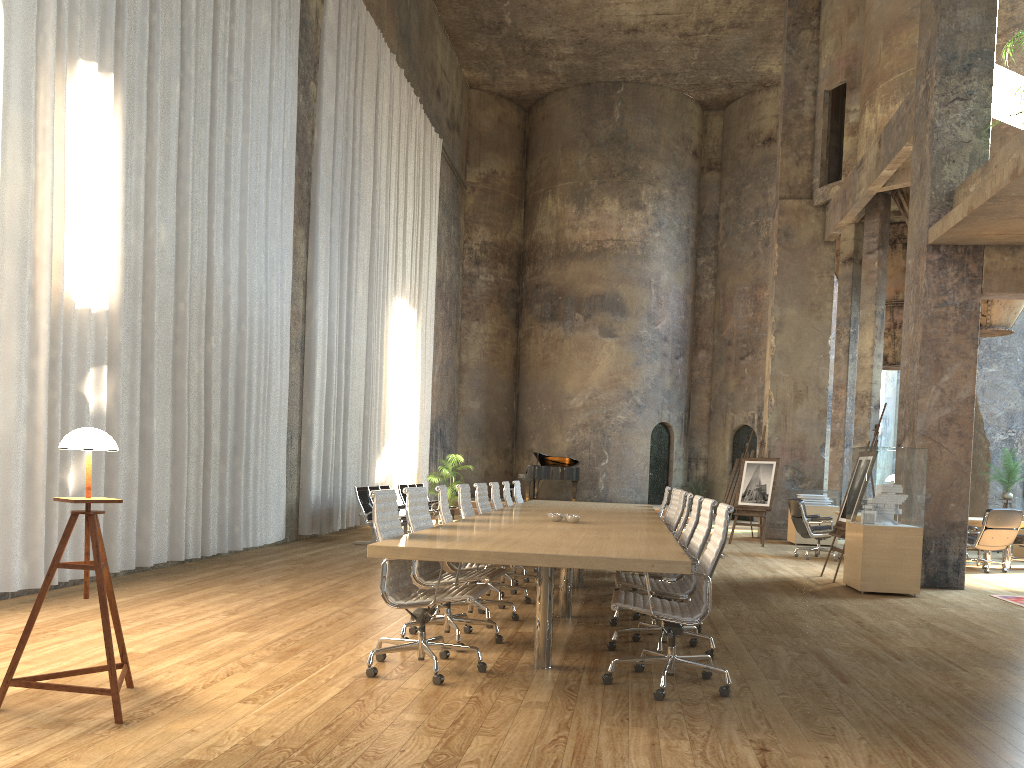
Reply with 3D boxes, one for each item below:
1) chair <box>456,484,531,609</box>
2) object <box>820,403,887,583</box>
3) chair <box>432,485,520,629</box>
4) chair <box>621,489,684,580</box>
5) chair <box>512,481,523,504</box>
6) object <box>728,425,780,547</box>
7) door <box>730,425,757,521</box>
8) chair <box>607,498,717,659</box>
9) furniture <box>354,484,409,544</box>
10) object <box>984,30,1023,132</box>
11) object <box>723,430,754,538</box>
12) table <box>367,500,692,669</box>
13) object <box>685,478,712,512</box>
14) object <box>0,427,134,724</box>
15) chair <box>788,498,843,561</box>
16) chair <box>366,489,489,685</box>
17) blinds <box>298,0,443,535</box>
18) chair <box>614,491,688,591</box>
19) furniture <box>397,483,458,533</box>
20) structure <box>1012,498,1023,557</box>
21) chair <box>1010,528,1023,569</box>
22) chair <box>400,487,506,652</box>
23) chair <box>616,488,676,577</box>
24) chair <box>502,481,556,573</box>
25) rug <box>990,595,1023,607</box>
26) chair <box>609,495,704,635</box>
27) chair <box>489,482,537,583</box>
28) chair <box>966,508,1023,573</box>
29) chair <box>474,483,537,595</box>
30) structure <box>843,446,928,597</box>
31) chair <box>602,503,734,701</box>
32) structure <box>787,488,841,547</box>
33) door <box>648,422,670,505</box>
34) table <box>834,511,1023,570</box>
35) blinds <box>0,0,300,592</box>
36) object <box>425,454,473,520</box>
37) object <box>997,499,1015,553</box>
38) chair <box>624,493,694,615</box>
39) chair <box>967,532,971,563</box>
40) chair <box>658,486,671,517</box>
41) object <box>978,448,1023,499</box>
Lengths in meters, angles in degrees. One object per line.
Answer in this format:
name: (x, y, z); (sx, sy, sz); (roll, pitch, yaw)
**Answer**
chair: (-0.166, 1.394, 7.665); (0.698, 1.027, 0.666); (2, 0, 13)
object: (4.110, 1.283, 10.348); (0.684, 2.151, 0.700); (2, 1, 7)
chair: (-0.278, 1.300, 6.739); (0.698, 1.027, 0.665); (2, 0, 7)
chair: (1.480, 1.622, 9.376); (0.698, 1.027, 0.665); (2, 0, 7)
chair: (3.119, 1.834, 10.848); (12.941, 1.032, 31.580); (1, -6, 8)
object: (4.322, 1.785, 15.441); (0.699, 2.151, 0.685); (3, 2, 40)
door: (6.372, 2.427, 24.040); (0.111, 2.637, 0.899); (0, 2, -40)
chair: (0.997, 1.255, 5.778); (0.698, 1.027, 0.665); (2, 0, 11)
furniture: (-1.820, 1.989, 13.510); (0.708, 0.841, 1.876); (2, -4, 8)
object: (5.725, -2.682, 9.052); (1.400, 1.812, 1.357); (2, -1, 14)
object: (4.467, 1.973, 17.327); (0.682, 2.151, 0.702); (3, 2, 34)
table: (0.560, 1.598, 8.137); (1.600, 0.758, 7.733); (2, -5, 8)
object: (5.227, 3.102, 24.642); (0.911, 0.992, 0.909); (2, -1, 19)
object: (-1.880, 0.844, 3.970); (0.569, 1.300, 0.659); (3, 1, 41)
chair: (4.577, 2.174, 13.176); (0.820, 0.894, 0.730); (2, -1, 4)
chair: (-0.476, 1.127, 5.030); (0.698, 1.027, 0.666); (2, 0, 13)
blinds: (-2.309, -1.700, 16.613); (0.275, 8.657, 7.837); (2, -1, 9)
chair: (1.351, 1.528, 8.452); (0.698, 1.027, 0.666); (2, 0, 13)
furniture: (-1.505, 2.230, 15.877); (0.708, 0.841, 1.876); (2, -4, 8)
structure: (8.697, 2.374, 14.264); (0.734, 1.016, 0.744); (2, -1, 8)
chair: (7.591, 2.249, 12.763); (0.820, 0.894, 0.730); (2, -1, 2)
chair: (-0.391, 1.214, 5.890); (0.698, 1.027, 0.666); (2, 0, 16)
chair: (1.585, 1.709, 10.226); (0.698, 1.027, 0.666); (2, 0, 16)
chair: (0.188, 1.667, 10.339); (0.698, 1.027, 0.665); (2, 0, 11)
rug: (6.279, 2.242, 8.684); (2.460, 0.009, 1.349); (1, -6, 8)
chair: (1.116, 1.348, 6.688); (0.698, 1.027, 0.666); (2, 0, 13)
chair: (0.069, 1.574, 9.429); (0.698, 1.027, 0.666); (2, 0, 13)
chair: (6.529, 2.155, 12.211); (0.731, 0.894, 0.820); (2, -1, -19)
chair: (-0.047, 1.483, 8.538); (0.698, 1.027, 0.666); (2, 0, 16)
structure: (4.002, 1.466, 9.471); (0.594, 1.550, 0.742); (2, 1, 8)
chair: (0.870, 1.159, 4.839); (0.698, 1.027, 0.666); (2, 0, 13)
structure: (5.485, 2.422, 16.011); (0.743, 1.016, 0.735); (2, 0, 8)
door: (4.037, 2.202, 24.352); (0.904, 2.301, 0.091); (1, 2, -34)
table: (6.112, 2.306, 12.965); (2.408, 0.701, 1.107); (2, -3, 8)
blinds: (-3.450, -2.574, 8.044); (0.275, 8.657, 7.837); (2, -1, 9)
object: (-1.382, 2.274, 19.408); (1.092, 1.459, 1.129); (2, -1, -1)
object: (8.690, 2.495, 15.284); (0.569, 0.974, 0.660); (2, 0, 44)
chair: (1.232, 1.439, 7.580); (0.698, 1.027, 0.666); (2, 0, 16)
chair: (6.723, 2.301, 13.648); (0.729, 0.894, 0.822); (2, -1, 8)
chair: (1.664, 1.795, 11.087); (0.698, 1.027, 0.666); (2, 0, 13)
object: (8.582, 1.548, 15.346); (0.858, 0.942, 0.688); (2, -1, 10)
